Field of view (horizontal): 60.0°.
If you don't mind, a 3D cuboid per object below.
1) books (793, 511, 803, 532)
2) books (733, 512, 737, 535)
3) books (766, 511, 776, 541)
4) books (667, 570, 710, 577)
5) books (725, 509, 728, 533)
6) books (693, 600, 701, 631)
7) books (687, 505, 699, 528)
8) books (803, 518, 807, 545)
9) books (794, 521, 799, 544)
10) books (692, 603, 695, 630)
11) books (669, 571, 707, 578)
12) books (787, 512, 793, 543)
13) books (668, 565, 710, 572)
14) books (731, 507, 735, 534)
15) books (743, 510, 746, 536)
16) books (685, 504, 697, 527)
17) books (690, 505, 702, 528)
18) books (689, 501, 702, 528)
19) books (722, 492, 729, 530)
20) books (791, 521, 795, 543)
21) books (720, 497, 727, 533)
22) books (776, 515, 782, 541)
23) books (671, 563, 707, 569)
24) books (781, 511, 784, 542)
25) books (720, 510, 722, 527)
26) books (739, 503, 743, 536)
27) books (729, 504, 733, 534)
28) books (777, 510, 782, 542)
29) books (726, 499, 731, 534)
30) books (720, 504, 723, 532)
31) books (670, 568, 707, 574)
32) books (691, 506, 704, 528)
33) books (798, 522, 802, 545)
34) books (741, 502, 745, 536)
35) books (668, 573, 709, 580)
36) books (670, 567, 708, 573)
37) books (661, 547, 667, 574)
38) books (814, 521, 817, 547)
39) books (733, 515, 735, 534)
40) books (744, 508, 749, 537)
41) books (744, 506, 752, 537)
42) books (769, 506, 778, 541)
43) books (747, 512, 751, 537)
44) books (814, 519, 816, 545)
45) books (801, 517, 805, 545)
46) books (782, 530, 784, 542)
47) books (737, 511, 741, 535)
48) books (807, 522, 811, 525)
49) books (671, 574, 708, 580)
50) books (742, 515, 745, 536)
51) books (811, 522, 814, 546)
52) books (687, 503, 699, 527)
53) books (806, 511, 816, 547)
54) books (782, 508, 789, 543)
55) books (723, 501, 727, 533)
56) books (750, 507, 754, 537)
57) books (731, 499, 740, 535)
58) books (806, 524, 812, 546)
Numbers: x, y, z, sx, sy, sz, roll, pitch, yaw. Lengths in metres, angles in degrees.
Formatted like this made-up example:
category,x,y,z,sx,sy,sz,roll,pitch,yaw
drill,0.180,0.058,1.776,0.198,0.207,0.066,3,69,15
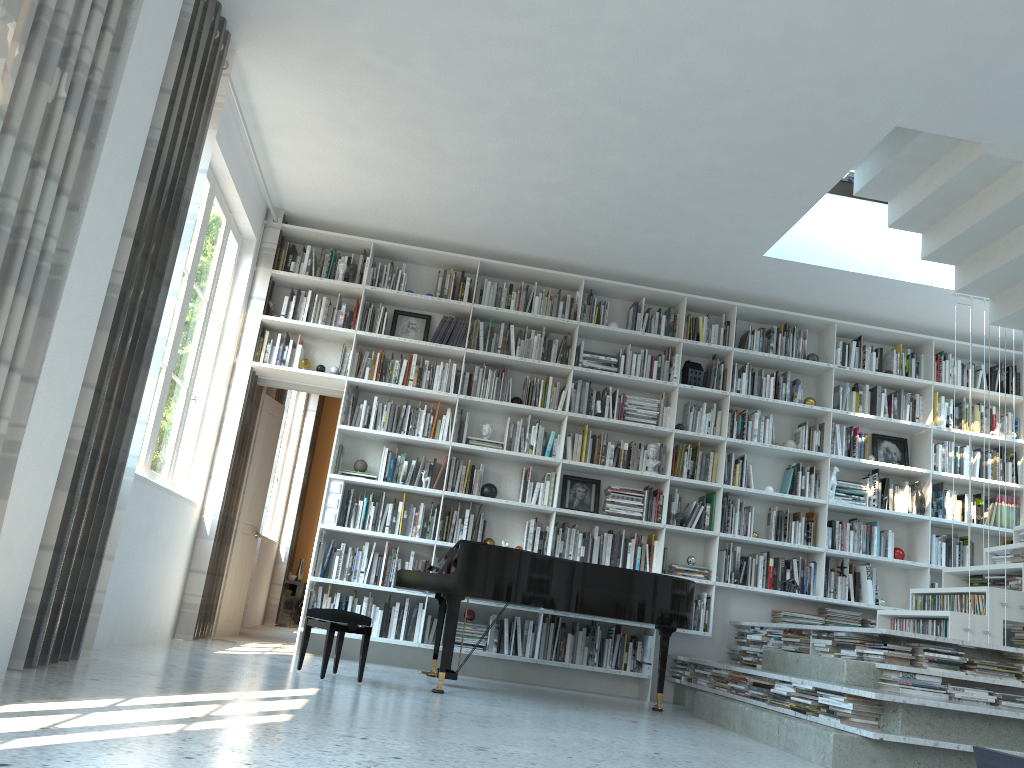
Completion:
category,x,y,z,sx,sy,sz,roll,pitch,yaw
books,2.235,1.145,6.966,0.006,0.273,0.173,9,-14,-5
books,1.710,1.103,6.909,0.013,0.186,0.184,9,-14,-5
books,2.030,1.126,6.958,0.019,0.251,0.130,9,-14,-5
books,1.338,1.439,6.738,0.285,0.012,0.160,8,-15,-2
books,1.642,1.087,6.920,0.013,0.204,0.154,9,-14,-5
books,1.361,1.726,6.619,0.026,0.224,0.175,9,-14,-5
books,1.385,1.044,6.898,0.090,0.211,0.143,9,-14,-5
books,2.277,1.176,6.976,0.021,0.231,0.155,9,-14,-5
books,2.201,1.179,6.955,0.015,0.194,0.176,9,-14,-5
books,1.337,1.740,6.638,0.013,0.202,0.139,9,-14,-5
books,1.337,1.451,6.737,0.254,0.012,0.161,8,-15,1
books,2.148,1.140,6.947,0.018,0.250,0.184,9,-14,-5
books,1.343,1.405,6.749,0.285,0.012,0.160,8,-15,-1
books,1.690,1.078,6.904,0.011,0.225,0.188,9,-14,-5
books,1.794,1.104,6.939,0.008,0.222,0.134,9,-14,-5
books,1.361,1.036,6.880,0.089,0.209,0.176,9,-14,-5
books,1.404,1.047,6.907,0.090,0.214,0.139,9,-14,-5
books,1.403,1.032,6.901,0.094,0.238,0.150,9,-14,-5
books,1.660,1.025,6.947,0.007,0.341,0.150,9,-14,-5
books,2.161,1.176,6.940,0.018,0.181,0.182,9,-14,-5
books,1.628,1.038,6.924,0.018,0.294,0.178,9,-14,-5
books,2.062,1.145,6.942,0.016,0.215,0.178,9,-14,-5
books,1.345,1.392,6.745,0.254,0.012,0.161,7,-15,4
books,2.090,1.132,6.963,0.008,0.258,0.159,9,-14,-5
books,1.593,1.086,6.913,0.015,0.187,0.168,9,-14,-5
books,1.760,1.072,6.926,0.012,0.266,0.183,9,-14,-5
books,1.678,1.068,6.916,0.013,0.248,0.165,9,-14,-5
books,2.079,1.128,6.963,0.015,0.261,0.150,9,-14,-5
books,1.672,1.049,6.917,0.005,0.283,0.159,9,-14,-5
books,1.608,1.066,6.929,0.011,0.238,0.137,9,-14,-5
books,1.340,1.429,6.745,0.254,0.012,0.161,8,-15,0
books,1.417,1.052,6.897,0.091,0.204,0.169,9,-14,-5
books,2.217,1.186,6.950,0.019,0.182,0.191,9,-14,-5
books,1.779,1.071,6.945,0.006,0.284,0.160,9,-14,-5
books,1.335,1.464,6.737,0.285,0.012,0.160,8,-15,0
books,1.342,1.414,6.737,0.254,0.012,0.161,9,-15,-5
books,1.149,1.364,6.801,0.030,0.210,0.137,9,-14,-5
books,2.367,1.196,6.989,0.009,0.223,0.146,9,-14,-5
books,1.699,1.087,6.917,0.013,0.217,0.161,9,-14,-5
books,1.808,1.096,6.933,0.015,0.237,0.177,9,-14,-5
books,1.837,1.090,6.940,0.014,0.260,0.142,9,-14,-5
books,2.048,1.114,6.977,0.016,0.289,0.132,9,-14,-5
books,1.820,1.112,6.927,0.014,0.207,0.181,9,-14,-5
books,2.359,1.191,6.999,0.007,0.235,0.132,9,-14,-5
books,2.244,1.168,6.961,0.018,0.229,0.182,9,-14,-5
books,2.104,1.164,6.977,0.031,0.208,0.122,9,-14,-5
books,1.742,1.104,6.929,0.013,0.202,0.167,9,-14,-5
books,2.309,1.194,6.977,0.016,0.204,0.142,9,-14,-5
books,1.334,1.474,6.729,0.285,0.012,0.160,8,-15,-2
books,1.782,1.123,6.932,0.013,0.178,0.141,9,-14,-5
books,2.325,1.195,6.969,0.013,0.203,0.159,9,-14,-5
books,1.375,1.036,6.903,0.095,0.225,0.144,9,-14,-5
books,2.342,1.151,6.974,0.007,0.294,0.162,9,-14,-5
books,2.135,1.128,6.975,0.007,0.284,0.160,9,-14,-5
books,1.639,1.047,6.922,0.006,0.280,0.155,9,-14,-5
books,1.850,1.097,6.940,0.013,0.250,0.173,9,-14,-5
books,1.731,1.052,6.922,0.014,0.296,0.175,9,-14,-5
books,2.295,1.197,6.946,0.016,0.180,0.190,9,-14,-5
